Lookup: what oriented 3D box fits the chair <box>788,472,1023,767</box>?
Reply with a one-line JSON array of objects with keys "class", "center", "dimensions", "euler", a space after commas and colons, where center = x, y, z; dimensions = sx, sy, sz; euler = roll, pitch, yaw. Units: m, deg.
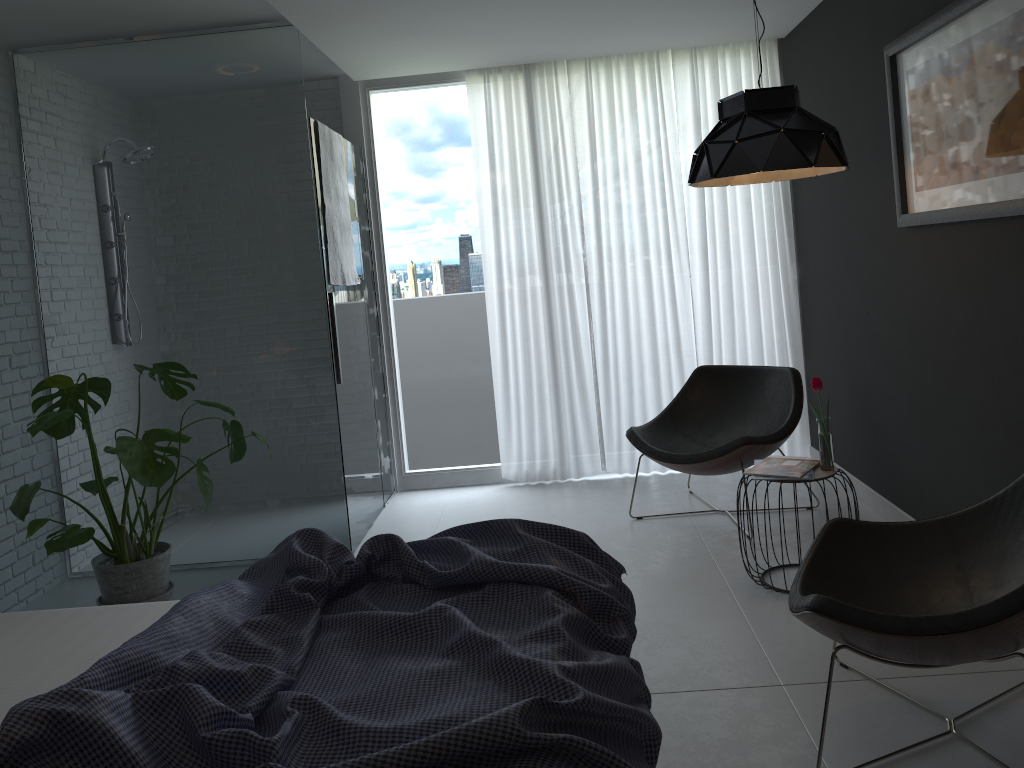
[{"class": "chair", "center": [1.147, 0.567, 2.305], "dimensions": [0.812, 0.688, 0.796], "euler": [-3, 6, 24]}]

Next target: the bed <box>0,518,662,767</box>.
[{"class": "bed", "center": [-1.049, 0.146, 1.841], "dimensions": [2.606, 2.034, 2.575], "euler": [-5, 6, 3]}]

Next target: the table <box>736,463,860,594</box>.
[{"class": "table", "center": [1.111, 0.548, 3.434], "dimensions": [0.452, 0.434, 0.452], "euler": [-7, 6, -19]}]

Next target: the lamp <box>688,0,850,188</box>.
[{"class": "lamp", "center": [0.936, -1.235, 3.350], "dimensions": [0.581, 0.900, 0.612], "euler": [-4, 4, 21]}]

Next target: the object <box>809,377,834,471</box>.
[{"class": "object", "center": [1.181, 0.153, 3.366], "dimensions": [0.066, 0.354, 0.077], "euler": [-3, 3, 35]}]

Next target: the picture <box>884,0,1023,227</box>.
[{"class": "picture", "center": [1.493, -0.858, 2.582], "dimensions": [0.041, 0.718, 1.963], "euler": [-5, 7, 3]}]

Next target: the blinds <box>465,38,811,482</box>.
[{"class": "blinds", "center": [0.741, -0.808, 5.231], "dimensions": [1.852, 2.688, 0.137], "euler": [-5, 3, 3]}]

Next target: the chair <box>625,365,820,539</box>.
[{"class": "chair", "center": [1.035, 0.296, 4.407], "dimensions": [0.819, 0.688, 0.789], "euler": [-11, 8, -44]}]

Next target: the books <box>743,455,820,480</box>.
[{"class": "books", "center": [-2.625, 1.003, 2.204], "dimensions": [8.260, 0.371, 0.406], "euler": [-8, 6, -18]}]

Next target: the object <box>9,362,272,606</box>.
[{"class": "object", "center": [-1.509, 0.441, 3.678], "dimensions": [0.849, 1.044, 0.997], "euler": [-3, 5, 21]}]
